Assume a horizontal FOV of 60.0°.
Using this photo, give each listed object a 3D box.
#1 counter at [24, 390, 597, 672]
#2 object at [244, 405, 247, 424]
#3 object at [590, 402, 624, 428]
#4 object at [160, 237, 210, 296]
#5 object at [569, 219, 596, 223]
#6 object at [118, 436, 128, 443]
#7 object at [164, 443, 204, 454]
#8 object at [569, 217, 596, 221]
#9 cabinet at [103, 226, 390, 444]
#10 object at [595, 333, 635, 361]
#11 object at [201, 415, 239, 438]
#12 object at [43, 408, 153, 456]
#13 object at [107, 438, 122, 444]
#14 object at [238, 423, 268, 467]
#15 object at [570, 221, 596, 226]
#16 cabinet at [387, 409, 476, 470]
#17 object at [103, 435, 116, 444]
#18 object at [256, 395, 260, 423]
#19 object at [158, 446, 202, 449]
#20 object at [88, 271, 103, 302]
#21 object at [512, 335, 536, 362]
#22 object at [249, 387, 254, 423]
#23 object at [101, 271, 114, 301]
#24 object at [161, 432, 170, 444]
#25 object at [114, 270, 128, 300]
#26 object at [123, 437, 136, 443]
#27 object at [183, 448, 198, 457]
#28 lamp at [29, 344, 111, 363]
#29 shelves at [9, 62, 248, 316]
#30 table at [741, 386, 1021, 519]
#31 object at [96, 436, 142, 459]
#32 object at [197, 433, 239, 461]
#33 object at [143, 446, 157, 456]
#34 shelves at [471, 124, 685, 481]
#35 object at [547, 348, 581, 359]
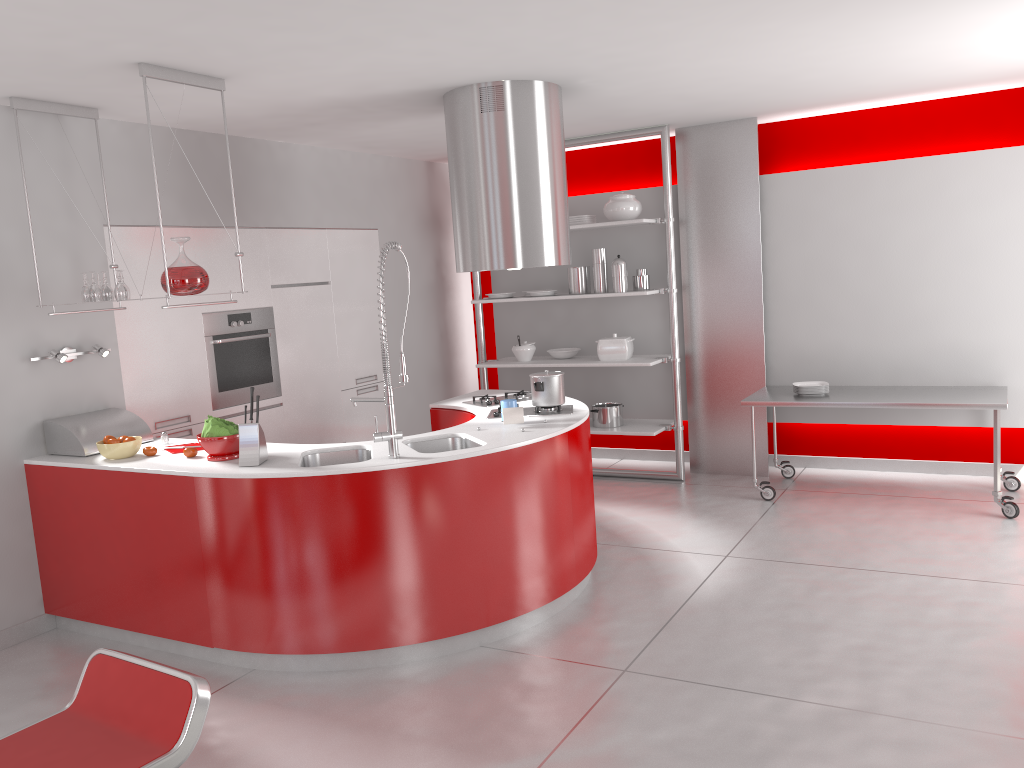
[{"bbox_3d":[-0.839,0.690,4.542,2.865,0.880,1.868,-8,8,-26],"label":"counter"},{"bbox_3d":[-1.169,0.195,3.890,0.009,0.197,0.091,-4,7,1],"label":"object"},{"bbox_3d":[0.736,0.239,6.831,0.240,0.161,0.259,-2,7,12],"label":"object"},{"bbox_3d":[-1.512,-0.541,4.083,0.213,0.266,0.213,-8,8,-32],"label":"object"},{"bbox_3d":[0.519,-1.228,6.741,0.200,0.030,0.200,0,8,29],"label":"object"},{"bbox_3d":[-1.884,0.276,4.306,0.066,0.049,0.062,0,8,26],"label":"object"},{"bbox_3d":[-1.613,0.317,4.381,0.168,0.006,0.266,-9,9,-33],"label":"object"},{"bbox_3d":[0.518,-1.243,6.739,0.200,0.030,0.200,0,8,29],"label":"object"},{"bbox_3d":[-1.809,-0.014,6.071,0.614,2.026,2.398,0,8,29],"label":"cabinet"},{"bbox_3d":[0.787,-0.286,6.749,0.282,0.197,0.235,-1,8,19],"label":"object"},{"bbox_3d":[-1.311,0.227,4.046,0.198,0.182,0.193,1,9,35],"label":"object"},{"bbox_3d":[-2.122,0.241,4.562,0.300,0.170,0.400,0,8,29],"label":"object"},{"bbox_3d":[-1.901,0.284,4.247,0.065,0.052,0.062,-2,7,14],"label":"object"},{"bbox_3d":[-1.139,0.257,3.879,0.091,0.178,0.137,-4,7,3],"label":"object"},{"bbox_3d":[0.520,-1.212,6.743,0.200,0.030,0.200,0,8,29],"label":"object"},{"bbox_3d":[-1.056,0.652,4.706,1.875,0.761,1.025,-6,7,-15],"label":"cabinet"},{"bbox_3d":[-1.944,0.277,4.290,0.055,0.058,0.066,-2,7,15],"label":"object"},{"bbox_3d":[-1.114,0.194,3.888,0.012,0.279,0.130,-4,7,1],"label":"object"},{"bbox_3d":[-1.558,0.308,4.369,0.375,0.008,0.041,-3,7,6],"label":"object"},{"bbox_3d":[-1.970,-0.459,4.184,0.060,0.141,0.060,-3,7,6],"label":"object"},{"bbox_3d":[0.094,-0.288,7.072,0.192,0.214,0.192,-2,7,16],"label":"object"},{"bbox_3d":[-1.143,0.179,3.896,0.014,0.322,0.150,-4,7,1],"label":"object"},{"bbox_3d":[-1.952,-0.471,4.267,0.060,0.141,0.060,0,8,29],"label":"object"},{"bbox_3d":[-1.782,0.277,4.549,0.043,0.066,0.042,3,10,42],"label":"object"},{"bbox_3d":[-1.865,-0.471,4.220,0.060,0.141,0.060,0,8,29],"label":"object"},{"bbox_3d":[-1.837,0.279,4.258,0.066,0.049,0.062,2,9,37],"label":"object"},{"bbox_3d":[-1.500,0.318,4.138,0.064,0.048,0.063,-3,7,8],"label":"object"},{"bbox_3d":[-2.231,-0.152,4.540,0.155,0.081,0.454,0,8,29],"label":"lamp"},{"bbox_3d":[-1.796,-0.863,4.167,0.934,1.023,0.462,0,8,29],"label":"shelves"},{"bbox_3d":[2.416,0.401,5.847,1.627,0.682,0.749,0,8,30],"label":"table"},{"bbox_3d":[-1.882,0.312,4.260,0.201,0.086,0.201,0,8,30],"label":"object"},{"bbox_3d":[-1.317,0.280,4.057,0.229,0.118,0.228,-4,7,1],"label":"object"},{"bbox_3d":[-1.733,0.323,4.246,0.065,0.047,0.063,0,8,29],"label":"object"},{"bbox_3d":[0.456,-0.564,6.898,1.735,2.599,0.535,0,8,29],"label":"shelves"},{"bbox_3d":[0.414,-0.238,7.071,0.272,0.072,0.272,-5,7,-6],"label":"object"}]
